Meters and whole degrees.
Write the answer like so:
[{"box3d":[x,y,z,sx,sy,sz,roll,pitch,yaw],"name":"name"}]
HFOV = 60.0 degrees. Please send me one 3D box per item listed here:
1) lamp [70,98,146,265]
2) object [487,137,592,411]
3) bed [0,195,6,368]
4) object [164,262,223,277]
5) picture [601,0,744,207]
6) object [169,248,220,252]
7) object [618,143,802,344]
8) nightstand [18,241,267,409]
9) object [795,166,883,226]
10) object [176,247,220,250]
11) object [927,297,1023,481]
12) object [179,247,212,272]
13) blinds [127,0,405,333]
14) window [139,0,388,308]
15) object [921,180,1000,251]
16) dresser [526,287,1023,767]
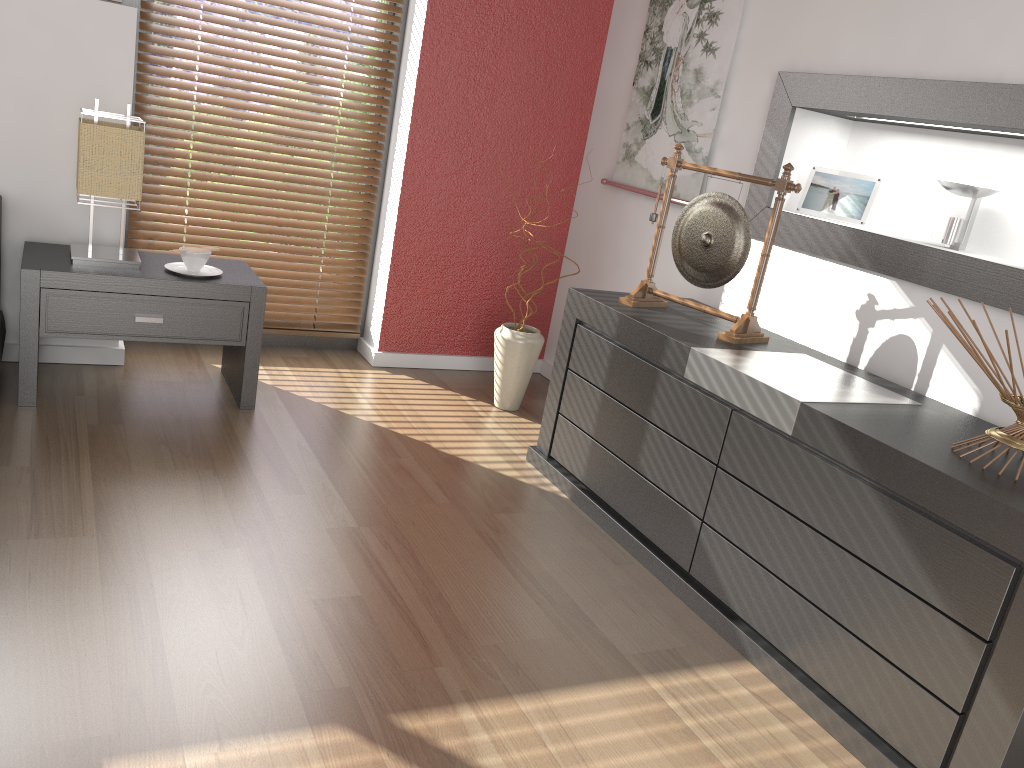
[{"box3d":[-1.263,-0.639,2.781,0.200,0.480,0.200,2,19,-28],"name":"lamp"},{"box3d":[0.019,-0.400,3.346,0.364,1.035,0.422,22,20,34],"name":"object"},{"box3d":[-2.219,0.028,1.311,2.469,0.577,2.413,2,19,-28],"name":"bed"},{"box3d":[-1.037,-0.370,2.890,0.179,0.012,0.179,10,16,-4],"name":"object"},{"box3d":[0.639,-1.304,3.183,0.028,1.270,0.701,2,19,-28],"name":"picture"},{"box3d":[-1.021,-0.431,2.855,0.007,0.007,0.192,20,19,29],"name":"object"},{"box3d":[0.577,-0.420,2.572,0.173,0.498,0.490,-5,22,-42],"name":"object"},{"box3d":[-1.223,-0.187,2.933,0.700,0.423,0.413,2,19,-28],"name":"nightstand"},{"box3d":[1.001,-0.580,2.726,0.226,0.146,0.041,24,21,39],"name":"object"},{"box3d":[-1.023,-0.438,2.877,0.007,0.007,0.192,18,18,24],"name":"object"},{"box3d":[1.022,0.029,1.729,0.481,0.282,0.481,19,18,26],"name":"object"},{"box3d":[-1.031,-0.401,2.881,0.099,0.069,0.099,10,16,-4],"name":"object"},{"box3d":[-2.626,-1.213,2.436,4.840,1.952,0.032,2,19,-28],"name":"blinds"},{"box3d":[-0.924,-1.215,3.395,0.889,1.893,0.020,2,19,-28],"name":"window"},{"box3d":[1.207,-0.452,2.400,0.159,0.171,0.159,16,17,19],"name":"object"},{"box3d":[0.716,0.265,2.319,0.540,0.608,1.740,2,19,-28],"name":"dresser"}]
